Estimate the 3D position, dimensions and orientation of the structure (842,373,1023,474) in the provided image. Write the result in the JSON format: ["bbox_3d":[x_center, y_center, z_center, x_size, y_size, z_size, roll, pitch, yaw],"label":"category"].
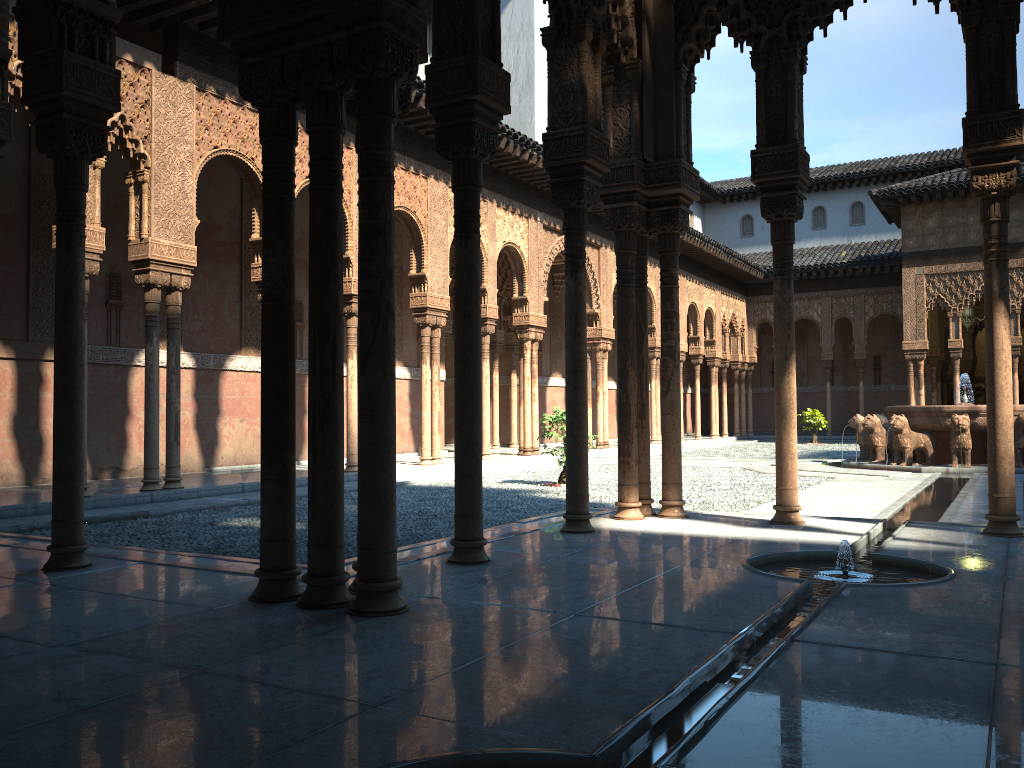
[{"bbox_3d":[9.050,0.774,17.712,4.508,1.991,4.508,-1,-2,30],"label":"structure"}]
